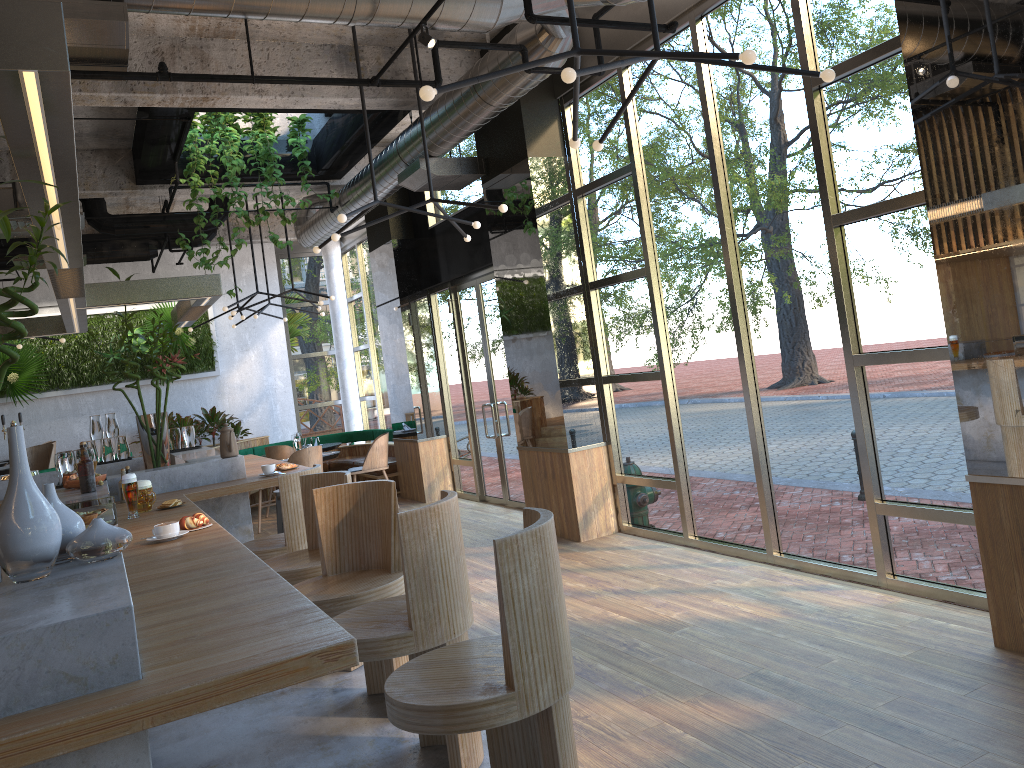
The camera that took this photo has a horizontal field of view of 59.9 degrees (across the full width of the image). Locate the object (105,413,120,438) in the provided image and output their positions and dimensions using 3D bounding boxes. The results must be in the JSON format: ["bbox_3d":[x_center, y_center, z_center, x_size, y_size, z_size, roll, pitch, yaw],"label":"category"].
[{"bbox_3d":[-3.440,0.356,7.635,0.111,0.209,0.100,-7,-2,-42],"label":"object"}]

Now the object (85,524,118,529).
[{"bbox_3d":[-1.270,0.461,2.616,0.197,0.073,0.222,-8,1,-7],"label":"object"}]

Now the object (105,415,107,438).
[{"bbox_3d":[-3.481,0.360,7.712,0.111,0.209,0.100,-7,-2,-42],"label":"object"}]

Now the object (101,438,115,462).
[{"bbox_3d":[-3.459,0.571,7.593,0.111,0.209,0.100,-7,-2,-42],"label":"object"}]

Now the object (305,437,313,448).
[{"bbox_3d":[-2.519,0.782,11.038,0.088,0.245,0.097,-9,-2,31],"label":"object"}]

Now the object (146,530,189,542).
[{"bbox_3d":[-1.422,0.635,3.670,0.168,0.020,0.153,-9,2,-30],"label":"object"}]

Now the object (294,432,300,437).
[{"bbox_3d":[-3.072,0.815,12.758,0.097,0.245,0.088,-6,-2,-44],"label":"object"}]

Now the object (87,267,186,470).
[{"bbox_3d":[-2.564,-0.043,6.196,0.699,1.550,0.562,-7,-2,-22],"label":"object"}]

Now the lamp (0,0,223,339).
[{"bbox_3d":[-3.588,-1.410,4.062,5.215,2.134,6.425,-9,1,-32],"label":"lamp"}]

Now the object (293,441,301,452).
[{"bbox_3d":[-2.665,0.821,11.057,0.110,0.209,0.101,-7,-2,-27],"label":"object"}]

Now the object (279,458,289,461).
[{"bbox_3d":[-2.819,0.940,11.003,0.269,0.019,0.149,-9,2,-42],"label":"object"}]

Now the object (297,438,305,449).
[{"bbox_3d":[-2.602,0.796,10.967,0.097,0.245,0.088,-7,-2,-33],"label":"object"}]

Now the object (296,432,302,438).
[{"bbox_3d":[-2.996,0.811,12.515,0.097,0.245,0.088,-6,-2,-44],"label":"object"}]

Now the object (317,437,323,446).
[{"bbox_3d":[-2.845,0.842,12.765,0.245,0.139,0.220,-9,1,-43],"label":"object"}]

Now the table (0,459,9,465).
[{"bbox_3d":[-6.810,1.403,11.406,0.837,0.746,0.762,-8,0,-30],"label":"table"}]

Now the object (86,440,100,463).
[{"bbox_3d":[-3.566,0.588,7.533,0.111,0.209,0.100,-7,-2,-42],"label":"object"}]

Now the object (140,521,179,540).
[{"bbox_3d":[-1.446,0.609,3.662,0.106,0.064,0.139,-8,1,43],"label":"object"}]

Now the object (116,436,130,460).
[{"bbox_3d":[-3.349,0.554,7.640,0.110,0.209,0.100,-7,-2,-32],"label":"object"}]

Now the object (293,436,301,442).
[{"bbox_3d":[-2.983,0.831,12.365,0.104,0.209,0.106,-8,-2,8],"label":"object"}]

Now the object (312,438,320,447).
[{"bbox_3d":[-2.475,0.790,11.198,0.103,0.209,0.107,-8,-2,13],"label":"object"}]

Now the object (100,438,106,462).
[{"bbox_3d":[-3.510,0.576,7.684,0.111,0.209,0.100,-7,-2,-42],"label":"object"}]

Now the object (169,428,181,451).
[{"bbox_3d":[-3.006,0.500,7.921,0.108,0.209,0.103,-8,-2,-12],"label":"object"}]

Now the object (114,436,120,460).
[{"bbox_3d":[-3.406,0.560,7.729,0.110,0.209,0.100,-7,-2,-32],"label":"object"}]

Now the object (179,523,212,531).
[{"bbox_3d":[-1.403,0.631,3.892,0.120,0.005,0.123,-8,2,13],"label":"object"}]

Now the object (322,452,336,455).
[{"bbox_3d":[-2.341,0.870,11.071,0.248,0.019,0.162,-8,2,17],"label":"object"}]

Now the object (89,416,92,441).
[{"bbox_3d":[-3.593,0.377,7.663,0.111,0.209,0.100,-7,-2,-42],"label":"object"}]

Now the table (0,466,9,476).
[{"bbox_3d":[-5.488,1.285,8.896,1.158,0.751,1.042,-8,0,-41],"label":"table"}]

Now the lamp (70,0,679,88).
[{"bbox_3d":[1.076,-2.297,0.909,3.963,1.532,9.583,-9,1,-28],"label":"lamp"}]

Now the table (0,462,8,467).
[{"bbox_3d":[-6.341,1.363,10.408,0.837,0.746,0.762,-8,0,-30],"label":"table"}]

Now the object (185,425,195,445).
[{"bbox_3d":[-2.917,0.484,8.023,0.108,0.209,0.103,-8,-2,-12],"label":"object"}]

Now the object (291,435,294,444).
[{"bbox_3d":[-3.145,0.840,12.899,0.104,0.209,0.106,-8,-2,8],"label":"object"}]

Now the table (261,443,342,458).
[{"bbox_3d":[-2.943,1.303,12.635,1.049,0.751,1.151,-8,0,32],"label":"table"}]

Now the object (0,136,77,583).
[{"bbox_3d":[-1.470,-0.095,2.330,0.662,1.550,0.595,-8,-2,12],"label":"object"}]

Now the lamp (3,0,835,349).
[{"bbox_3d":[-1.566,-1.847,4.123,5.320,1.825,18.062,-9,2,-25],"label":"lamp"}]

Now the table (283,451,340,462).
[{"bbox_3d":[-2.505,1.280,11.057,0.837,0.746,0.762,-8,0,-30],"label":"table"}]

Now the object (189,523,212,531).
[{"bbox_3d":[-1.402,0.633,3.887,0.172,0.005,0.162,-8,2,-15],"label":"object"}]

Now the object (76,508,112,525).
[{"bbox_3d":[-1.551,0.456,3.146,0.219,0.134,0.773,-8,1,-19],"label":"object"}]

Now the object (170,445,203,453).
[{"bbox_3d":[-2.987,0.594,7.891,0.457,0.019,0.261,-9,2,-28],"label":"object"}]

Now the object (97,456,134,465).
[{"bbox_3d":[-3.487,0.672,7.620,0.457,0.019,0.261,-9,2,-28],"label":"object"}]

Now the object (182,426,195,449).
[{"bbox_3d":[-2.884,0.482,7.924,0.108,0.209,0.103,-8,-2,-12],"label":"object"}]

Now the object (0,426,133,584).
[{"bbox_3d":[-1.254,0.304,2.380,0.309,0.398,0.327,-8,-1,22],"label":"object"}]

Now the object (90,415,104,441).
[{"bbox_3d":[-3.542,0.372,7.569,0.111,0.209,0.100,-7,-2,-42],"label":"object"}]
